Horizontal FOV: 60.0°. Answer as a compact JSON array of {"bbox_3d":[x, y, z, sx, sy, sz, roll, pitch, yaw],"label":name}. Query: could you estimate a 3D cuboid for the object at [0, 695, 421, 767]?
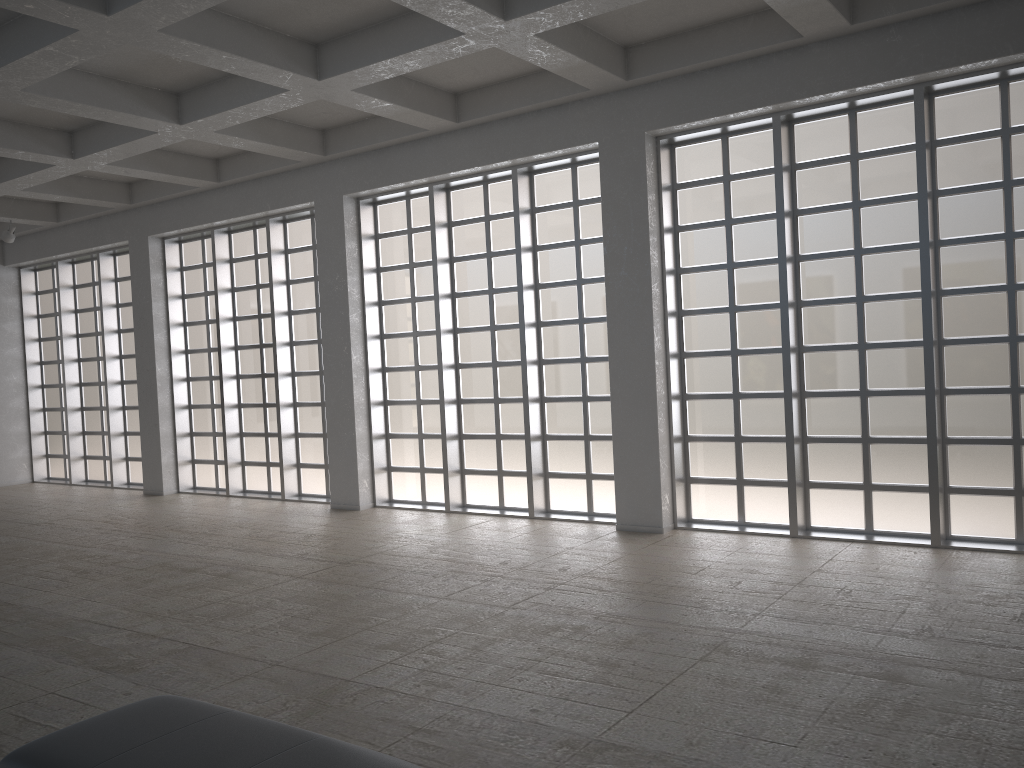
[{"bbox_3d":[-2.152,3.006,6.282,3.044,0.828,1.616,-2,2,35],"label":"object"}]
